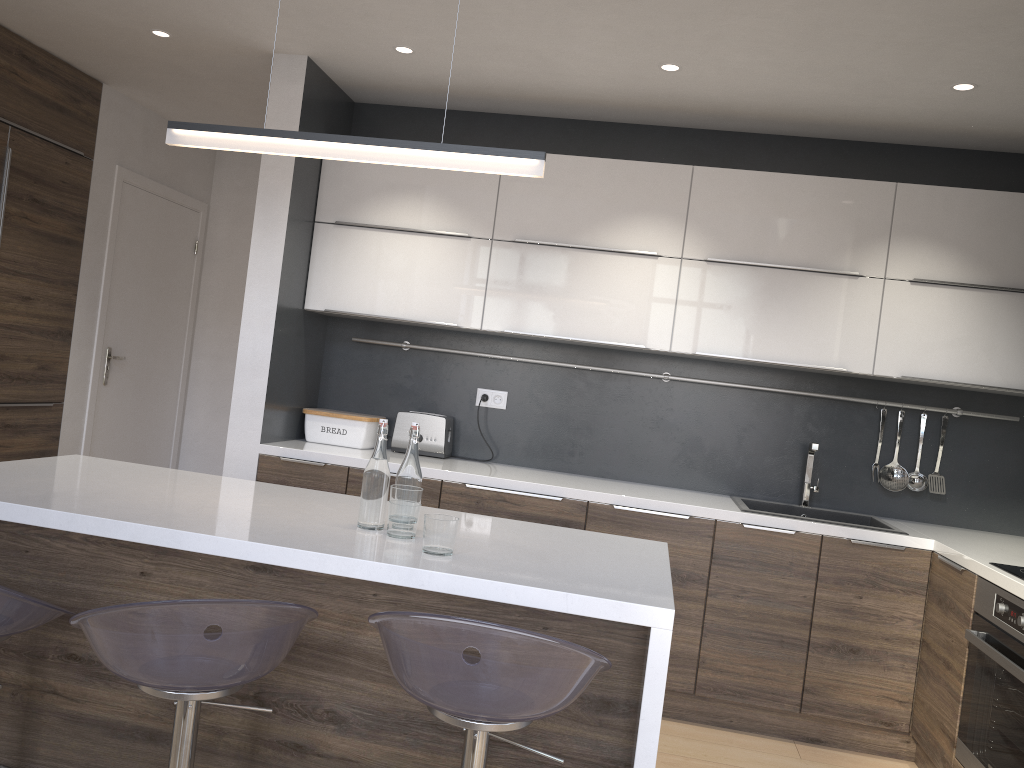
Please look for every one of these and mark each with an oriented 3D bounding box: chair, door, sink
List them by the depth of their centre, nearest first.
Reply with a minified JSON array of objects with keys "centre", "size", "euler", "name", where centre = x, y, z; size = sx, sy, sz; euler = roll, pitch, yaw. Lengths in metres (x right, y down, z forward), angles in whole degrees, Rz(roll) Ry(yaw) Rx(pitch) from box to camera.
[{"centre":[-0.083,0.816,1.712],"size":[0.475,0.838,0.434],"euler":[7,0,7],"name":"chair"},{"centre":[-0.673,0.768,1.805],"size":[0.475,0.787,0.434],"euler":[7,0,-28],"name":"chair"},{"centre":[-1.210,0.701,1.909],"size":[0.475,0.787,0.434],"euler":[7,0,27],"name":"chair"},{"centre":[1.247,0.508,3.675],"size":[0.626,0.518,0.512],"euler":[7,0,9],"name":"sink"},{"centre":[-2.162,-0.101,5.209],"size":[0.085,2.136,0.974],"euler":[7,0,9],"name":"door"}]

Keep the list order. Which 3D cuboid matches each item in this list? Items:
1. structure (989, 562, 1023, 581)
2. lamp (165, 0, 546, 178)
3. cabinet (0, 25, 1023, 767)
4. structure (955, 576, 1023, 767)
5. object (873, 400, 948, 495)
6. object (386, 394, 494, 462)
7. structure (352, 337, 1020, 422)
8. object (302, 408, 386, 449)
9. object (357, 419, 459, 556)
[{"centre":[1.768,0.608,2.534],"size":[0.550,0.006,0.600],"euler":[7,0,9],"name":"structure"},{"centre":[-0.367,-0.941,2.242],"size":[0.998,0.756,0.020],"euler":[7,0,9],"name":"lamp"},{"centre":[-0.173,-0.036,3.000],"size":[4.694,2.501,2.402],"euler":[7,0,9],"name":"cabinet"},{"centre":[1.680,0.942,2.543],"size":[0.584,0.588,0.587],"euler":[7,0,9],"name":"structure"},{"centre":[1.738,0.280,3.872],"size":[0.320,0.389,0.069],"euler":[7,0,10],"name":"object"},{"centre":[-0.350,0.181,4.138],"size":[0.562,0.319,0.191],"euler":[7,0,9],"name":"object"},{"centre":[0.704,-0.032,4.047],"size":[3.000,0.045,0.050],"euler":[7,0,9],"name":"structure"},{"centre":[-0.793,0.210,4.168],"size":[0.380,0.148,0.263],"euler":[7,0,9],"name":"object"},{"centre":[-0.233,0.230,2.051],"size":[0.148,0.267,0.323],"euler":[7,0,-26],"name":"object"}]
